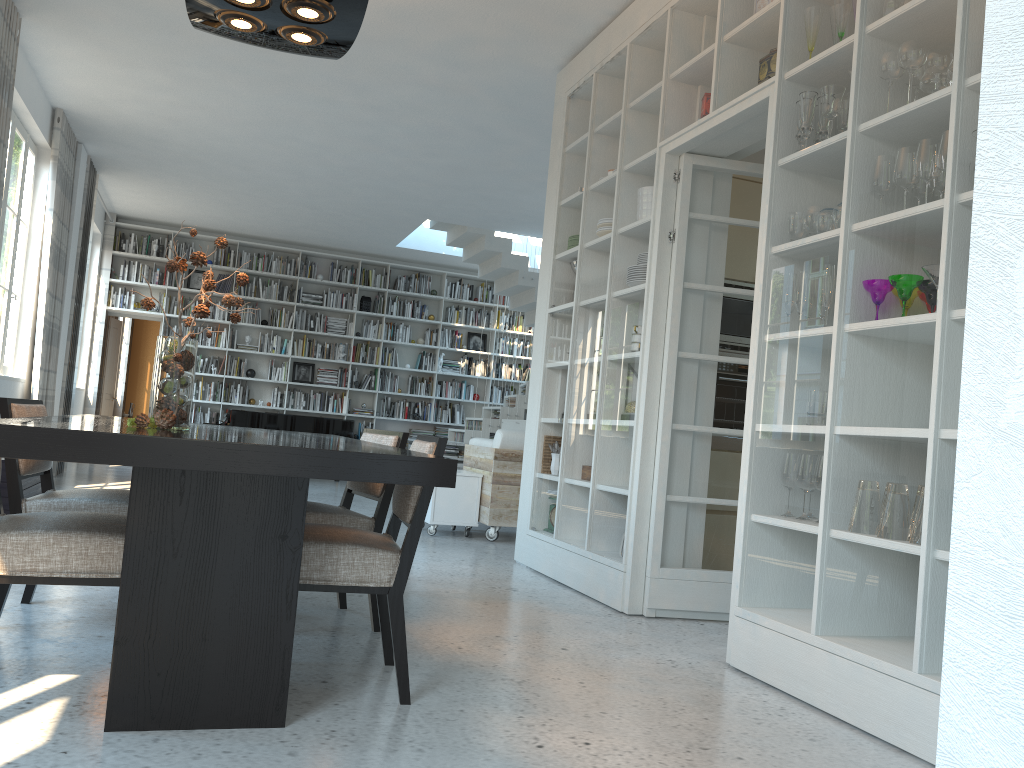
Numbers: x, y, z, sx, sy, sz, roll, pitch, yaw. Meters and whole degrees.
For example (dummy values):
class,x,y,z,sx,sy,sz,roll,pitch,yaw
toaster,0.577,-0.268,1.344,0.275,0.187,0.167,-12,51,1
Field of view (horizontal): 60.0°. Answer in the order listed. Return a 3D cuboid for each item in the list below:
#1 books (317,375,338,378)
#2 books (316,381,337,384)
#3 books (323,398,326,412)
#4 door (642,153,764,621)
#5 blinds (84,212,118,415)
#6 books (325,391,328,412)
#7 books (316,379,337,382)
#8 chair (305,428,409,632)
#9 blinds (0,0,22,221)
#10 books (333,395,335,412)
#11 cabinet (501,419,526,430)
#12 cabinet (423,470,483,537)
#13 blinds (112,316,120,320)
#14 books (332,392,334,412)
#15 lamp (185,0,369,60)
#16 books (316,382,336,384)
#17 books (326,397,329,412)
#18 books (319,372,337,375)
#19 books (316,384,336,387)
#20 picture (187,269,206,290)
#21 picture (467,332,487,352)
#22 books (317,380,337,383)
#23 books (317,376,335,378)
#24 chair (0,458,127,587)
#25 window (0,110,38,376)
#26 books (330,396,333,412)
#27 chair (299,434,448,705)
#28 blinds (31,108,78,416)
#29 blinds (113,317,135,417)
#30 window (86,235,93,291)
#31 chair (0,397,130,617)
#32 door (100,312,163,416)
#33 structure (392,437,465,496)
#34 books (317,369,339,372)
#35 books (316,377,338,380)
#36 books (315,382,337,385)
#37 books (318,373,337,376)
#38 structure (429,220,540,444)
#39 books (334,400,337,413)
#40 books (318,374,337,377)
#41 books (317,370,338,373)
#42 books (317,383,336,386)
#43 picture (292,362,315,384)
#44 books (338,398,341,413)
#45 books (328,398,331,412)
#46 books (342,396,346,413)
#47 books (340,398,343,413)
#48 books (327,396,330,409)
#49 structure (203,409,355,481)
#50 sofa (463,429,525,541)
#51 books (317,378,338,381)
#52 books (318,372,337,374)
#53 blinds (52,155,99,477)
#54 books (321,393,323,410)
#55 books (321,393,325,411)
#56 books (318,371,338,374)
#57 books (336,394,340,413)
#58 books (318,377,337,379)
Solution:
class,x,y,z,sx,sy,sz,roll,pitch,yaw
books,-2.635,-0.106,12.642,0.285,0.012,0.159,6,-3,-14
books,-2.642,-0.024,12.638,0.285,0.012,0.159,6,-3,-14
books,-2.679,0.294,12.629,0.021,0.202,0.128,6,-3,-19
door,1.139,0.034,4.326,0.839,2.227,0.067,6,-3,-9
blinds,-5.475,-0.614,11.807,0.140,3.229,0.776,6,-3,-19
books,-2.656,0.248,12.627,0.012,0.296,0.177,6,-3,-19
books,-2.644,-0.047,12.651,0.285,0.012,0.159,6,-4,-19
chair,-0.795,0.553,3.540,0.570,0.782,0.480,7,-3,-29
blinds,-3.226,-0.809,5.383,0.132,3.259,0.722,6,-3,-20
books,-2.557,0.280,12.677,0.014,0.256,0.145,6,-3,-19
cabinet,0.234,0.802,11.138,0.551,0.667,0.993,6,-3,-19
cabinet,-0.503,0.917,6.894,0.380,0.486,0.502,6,-3,-19
blinds,-5.861,-0.584,12.921,0.140,3.229,0.776,6,-3,-19
books,-2.566,0.260,12.666,0.014,0.293,0.137,6,-3,-19
lamp,-0.689,-1.743,2.794,0.530,1.221,0.797,6,-3,-19
books,-2.647,-0.011,12.647,0.285,0.012,0.159,6,-4,-20
books,-2.642,0.295,12.629,0.024,0.207,0.183,6,-3,-19
books,-2.632,-0.143,12.647,0.254,0.012,0.161,7,-4,-23
books,-2.648,0.025,12.639,0.254,0.012,0.161,7,-4,-23
picture,-4.286,-1.410,12.149,0.300,0.299,0.077,6,-3,-19
picture,-0.530,-0.624,13.442,0.300,0.299,0.077,6,-3,-19
books,-2.642,-0.036,12.640,0.254,0.012,0.161,7,-4,-24
books,-2.636,-0.094,12.642,0.254,0.012,0.161,7,-4,-24
chair,-1.284,0.448,2.497,0.570,0.782,0.480,6,-3,-19
window,-21.048,-9.743,10.727,32.814,18.529,18.536,6,-3,-15
books,-2.583,0.287,12.648,0.023,0.234,0.175,6,-3,-19
chair,-0.552,0.528,2.747,0.570,0.782,0.480,6,-3,-14
blinds,-4.117,-0.741,7.914,0.183,3.259,1.026,6,-3,-20
blinds,-6.777,-0.511,15.558,0.140,3.229,0.776,6,-3,-19
window,-5.135,-0.962,10.404,0.073,2.008,1.983,6,-3,-19
chair,-1.557,0.470,3.277,0.570,0.782,0.480,6,-3,-14
door,-5.349,0.057,12.290,0.834,1.980,0.786,6,-3,-19
structure,-0.568,1.128,11.842,2.900,0.659,3.113,6,-3,-19
books,-2.627,-0.191,12.646,0.285,0.012,0.159,7,-4,-24
books,-2.640,-0.071,12.647,0.285,0.012,0.159,6,-3,-17
books,-2.645,0.000,12.637,0.285,0.012,0.159,7,-4,-24
books,-2.634,-0.130,12.648,0.254,0.012,0.161,6,-4,-22
structure,-0.163,-0.553,11.603,2.614,3.380,1.954,6,-3,-19
books,-2.535,0.318,12.659,0.023,0.183,0.169,6,-3,-19
books,-2.635,-0.118,12.648,0.254,0.012,0.161,6,-3,-16
books,-2.631,-0.179,12.652,0.285,0.012,0.159,6,-3,-17
books,-2.648,0.012,12.643,0.254,0.012,0.161,6,-3,-17
picture,-2.962,-0.154,12.590,0.300,0.299,0.077,6,-3,-19
books,-2.469,0.311,12.683,0.042,0.212,0.169,6,-3,-19
books,-2.606,0.300,12.640,0.023,0.204,0.167,6,-3,-19
books,-2.410,0.300,12.699,0.033,0.246,0.176,6,-3,-19
books,-2.444,0.311,12.693,0.011,0.216,0.166,6,-3,-19
books,-2.626,0.283,12.646,0.014,0.235,0.154,6,-3,-19
structure,-2.969,0.791,11.336,1.919,0.832,1.335,6,-3,-19
sofa,0.740,0.868,7.304,2.195,0.854,0.871,6,-3,-19
books,-2.642,-0.059,12.649,0.285,0.012,0.159,6,-4,-18
books,-2.632,-0.155,12.649,0.254,0.012,0.161,6,-4,-22
blinds,-4.559,-0.687,9.170,0.140,3.229,0.776,6,-3,-19
books,-2.714,0.260,12.609,0.010,0.261,0.181,6,-3,-19
books,-2.694,0.260,12.609,0.028,0.264,0.161,6,-3,-19
books,-2.630,-0.167,12.648,0.254,0.012,0.161,7,-4,-23
books,-2.502,0.278,12.683,0.026,0.272,0.175,6,-3,-19
books,-2.637,-0.083,12.641,0.285,0.012,0.159,6,-3,-14
